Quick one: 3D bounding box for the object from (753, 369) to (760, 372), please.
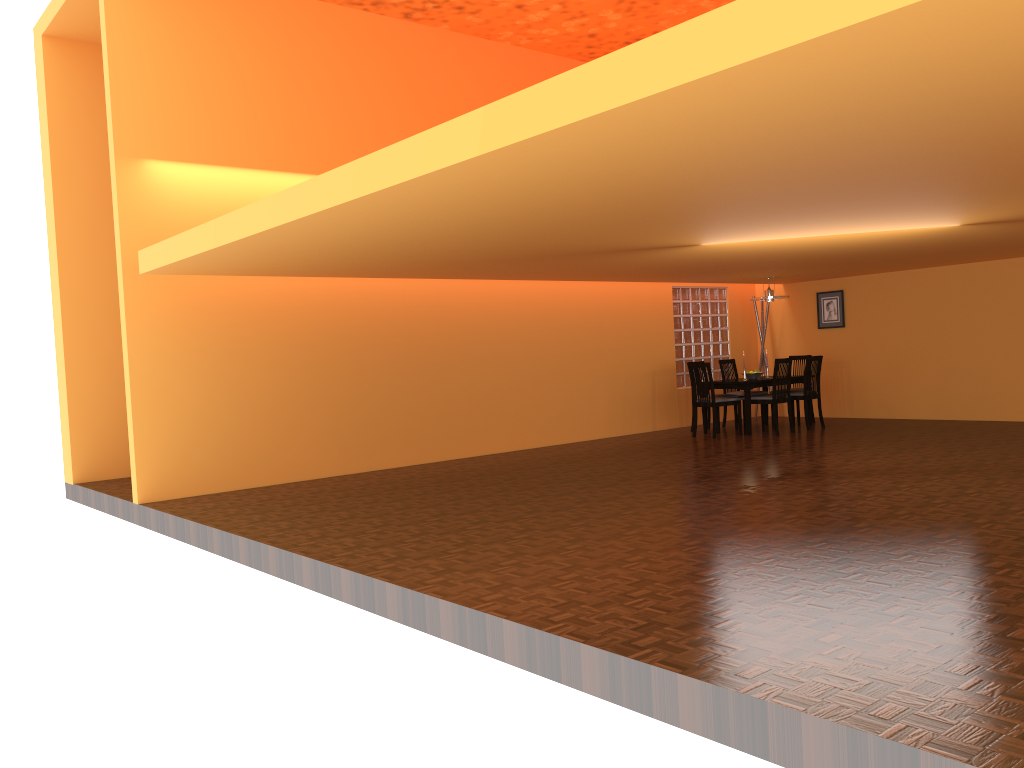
[{"bbox_3d":[2.752,-0.133,9.981,0.069,0.066,0.069,-4,2,-29],"label":"object"}]

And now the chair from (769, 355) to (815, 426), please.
[{"bbox_3d":[3.312,0.074,10.438,0.465,0.809,0.373,-5,2,-44],"label":"chair"}]

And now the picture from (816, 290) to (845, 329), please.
[{"bbox_3d":[3.925,-0.914,10.927,0.014,0.456,0.361,-5,2,-39],"label":"picture"}]

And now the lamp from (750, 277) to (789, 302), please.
[{"bbox_3d":[2.934,-1.079,10.122,0.435,0.274,0.435,-4,2,-17],"label":"lamp"}]

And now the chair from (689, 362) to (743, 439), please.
[{"bbox_3d":[2.173,0.164,9.523,0.465,0.809,0.373,-4,2,-34],"label":"chair"}]

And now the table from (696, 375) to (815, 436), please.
[{"bbox_3d":[2.758,0.232,9.960,1.259,0.584,0.697,-5,2,-39],"label":"table"}]

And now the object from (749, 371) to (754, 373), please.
[{"bbox_3d":[2.658,-0.123,9.846,0.046,0.046,0.055,-2,2,34],"label":"object"}]

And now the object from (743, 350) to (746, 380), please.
[{"bbox_3d":[2.542,-0.204,9.703,0.044,0.326,0.044,-2,2,40],"label":"object"}]

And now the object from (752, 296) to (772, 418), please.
[{"bbox_3d":[3.248,-0.340,11.418,0.226,1.589,0.308,-4,2,-17],"label":"object"}]

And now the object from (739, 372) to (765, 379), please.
[{"bbox_3d":[2.700,-0.093,9.934,0.337,0.072,0.337,-3,2,17],"label":"object"}]

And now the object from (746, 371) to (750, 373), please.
[{"bbox_3d":[2.659,-0.106,9.940,0.087,0.076,0.089,-4,2,-33],"label":"object"}]

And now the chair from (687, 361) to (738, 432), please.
[{"bbox_3d":[2.273,0.141,10.101,0.373,0.809,0.465,-5,2,-39],"label":"chair"}]

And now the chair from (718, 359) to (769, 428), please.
[{"bbox_3d":[2.720,0.105,10.464,0.373,0.809,0.465,-5,2,-39],"label":"chair"}]

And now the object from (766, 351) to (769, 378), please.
[{"bbox_3d":[2.908,-0.237,10.109,0.044,0.326,0.044,-2,2,40],"label":"object"}]

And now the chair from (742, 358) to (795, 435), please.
[{"bbox_3d":[2.755,0.133,9.505,0.373,0.809,0.465,-5,2,-39],"label":"chair"}]

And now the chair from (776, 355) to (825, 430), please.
[{"bbox_3d":[3.202,0.097,9.868,0.373,0.809,0.465,-5,2,-39],"label":"chair"}]

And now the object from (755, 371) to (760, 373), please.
[{"bbox_3d":[2.750,-0.117,9.902,0.055,0.070,0.066,-2,2,32],"label":"object"}]
